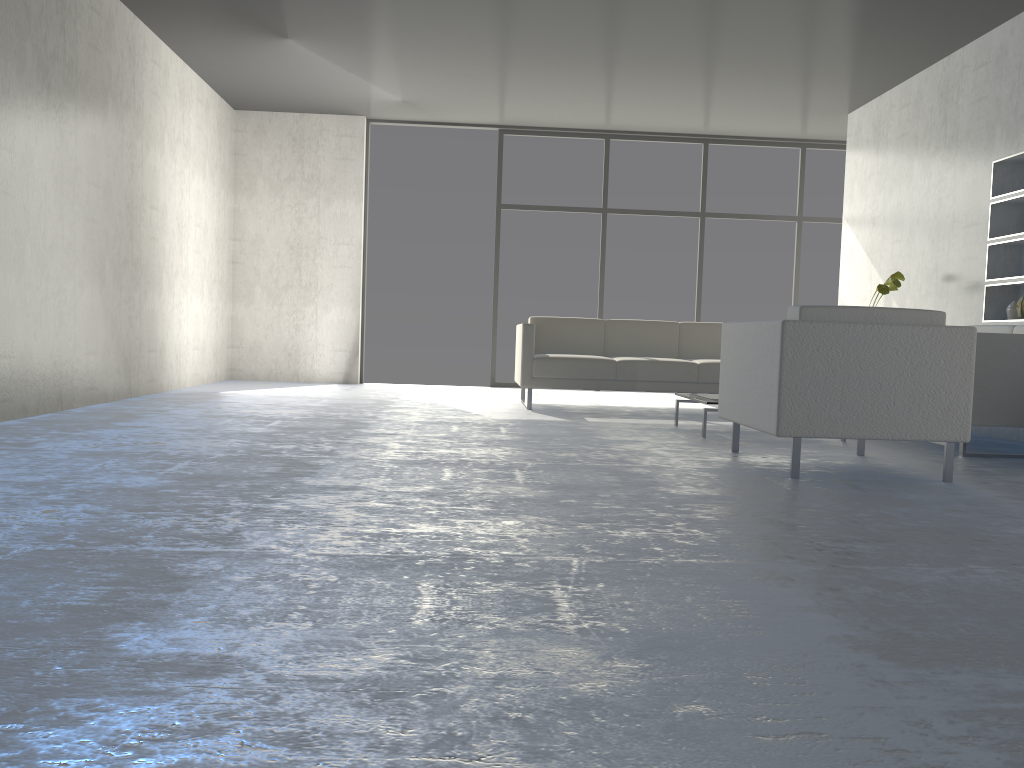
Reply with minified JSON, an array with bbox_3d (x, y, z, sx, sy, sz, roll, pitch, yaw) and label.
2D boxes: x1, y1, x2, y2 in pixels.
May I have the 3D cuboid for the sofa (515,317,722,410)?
[{"bbox_3d":[0.984,-0.145,6.502,1.881,0.658,0.821,2,3,-3],"label":"sofa"}]

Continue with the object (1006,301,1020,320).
[{"bbox_3d":[3.048,-0.438,5.380,0.086,0.128,0.086,2,3,8],"label":"object"}]

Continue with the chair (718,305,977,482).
[{"bbox_3d":[1.349,0.013,3.733,0.748,0.662,0.821,2,3,-3],"label":"chair"}]

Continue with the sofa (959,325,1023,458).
[{"bbox_3d":[2.493,-0.019,5.111,0.821,0.658,1.881,2,3,-3],"label":"sofa"}]

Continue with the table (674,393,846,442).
[{"bbox_3d":[1.383,0.182,5.028,0.773,0.190,0.730,2,3,-3],"label":"table"}]

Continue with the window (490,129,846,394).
[{"bbox_3d":[1.865,-1.140,8.661,4.080,2.477,0.037,2,3,-3],"label":"window"}]

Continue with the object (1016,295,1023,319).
[{"bbox_3d":[3.030,-0.457,5.228,0.088,0.179,0.163,1,3,-13],"label":"object"}]

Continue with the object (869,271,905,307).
[{"bbox_3d":[2.497,-0.269,6.175,0.387,1.051,0.400,3,3,25],"label":"object"}]
